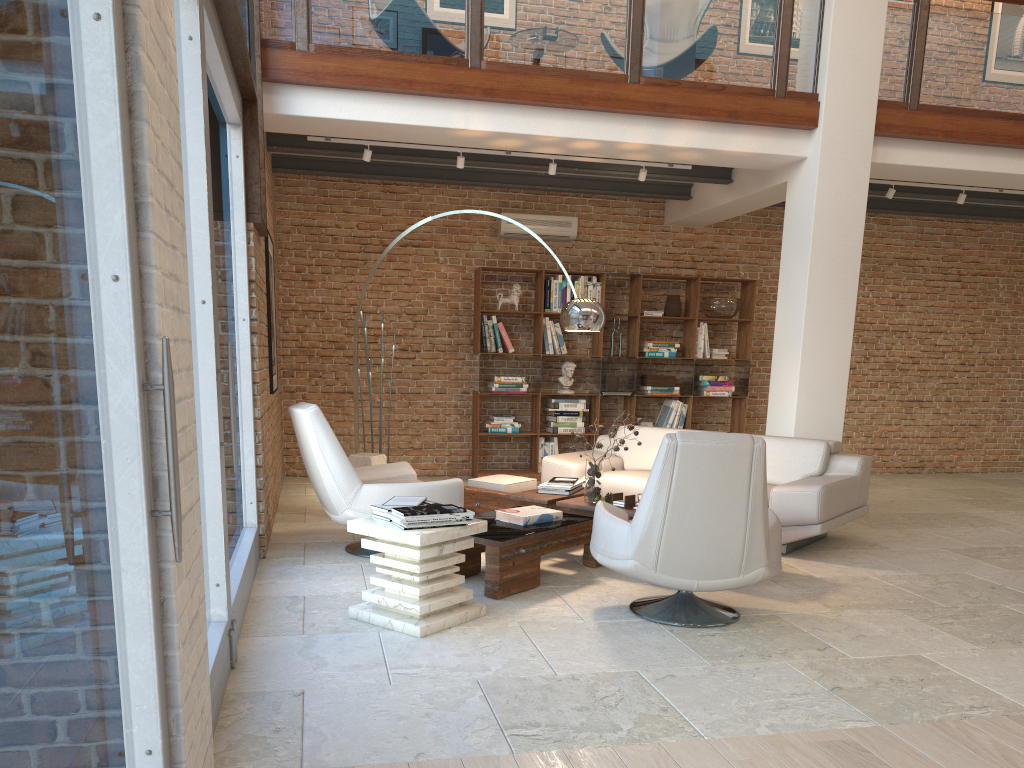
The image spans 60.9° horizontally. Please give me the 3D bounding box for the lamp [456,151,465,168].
[{"bbox_3d":[-0.402,-1.750,6.823,0.061,0.124,0.083,0,9,-11],"label":"lamp"}]

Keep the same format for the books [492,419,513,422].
[{"bbox_3d":[-0.103,0.386,9.352,0.206,0.035,0.129,1,3,-13],"label":"books"}]

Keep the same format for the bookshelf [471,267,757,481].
[{"bbox_3d":[1.102,-0.053,9.486,3.033,2.263,0.353,0,12,-12],"label":"bookshelf"}]

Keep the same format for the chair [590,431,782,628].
[{"bbox_3d":[0.926,0.718,4.447,1.027,1.044,0.946,2,7,4],"label":"chair"}]

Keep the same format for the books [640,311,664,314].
[{"bbox_3d":[1.487,-0.770,9.382,0.236,0.019,0.167,1,2,-20],"label":"books"}]

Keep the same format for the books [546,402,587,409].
[{"bbox_3d":[0.587,0.231,9.460,0.379,0.066,0.239,1,3,-18],"label":"books"}]

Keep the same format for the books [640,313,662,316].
[{"bbox_3d":[1.494,-0.743,9.382,0.206,0.035,0.129,1,3,-13],"label":"books"}]

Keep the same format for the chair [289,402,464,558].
[{"bbox_3d":[-0.947,0.627,5.804,0.979,1.026,1.004,-2,8,-28],"label":"chair"}]

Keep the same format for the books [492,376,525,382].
[{"bbox_3d":[-0.042,-0.052,9.257,0.326,0.057,0.249,1,2,-10],"label":"books"}]

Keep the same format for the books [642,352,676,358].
[{"bbox_3d":[1.602,-0.320,9.549,0.326,0.057,0.249,1,2,-3],"label":"books"}]

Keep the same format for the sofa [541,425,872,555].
[{"bbox_3d":[1.478,0.772,6.879,2.305,0.777,1.129,4,5,37],"label":"sofa"}]

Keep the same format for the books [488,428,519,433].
[{"bbox_3d":[-0.094,0.487,9.354,0.326,0.057,0.249,1,2,-3],"label":"books"}]

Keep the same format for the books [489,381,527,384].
[{"bbox_3d":[-0.052,-0.014,9.265,0.355,0.021,0.266,1,2,-14],"label":"books"}]

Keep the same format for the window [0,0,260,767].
[{"bbox_3d":[-1.000,-1.961,1.362,0.647,6.558,12.049,-1,5,-13],"label":"window"}]

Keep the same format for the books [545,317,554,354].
[{"bbox_3d":[0.368,-0.507,9.238,0.103,0.394,0.237,-1,10,-13],"label":"books"}]

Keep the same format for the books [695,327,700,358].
[{"bbox_3d":[1.983,-0.453,9.604,0.055,0.338,0.247,-1,9,-13],"label":"books"}]

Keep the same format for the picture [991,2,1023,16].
[{"bbox_3d":[5.807,-4.033,9.877,0.913,1.230,0.026,0,12,-12],"label":"picture"}]

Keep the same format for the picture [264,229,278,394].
[{"bbox_3d":[-1.898,-0.541,6.886,0.027,1.228,0.887,-1,9,-13],"label":"picture"}]

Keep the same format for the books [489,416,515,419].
[{"bbox_3d":[-0.109,0.359,9.352,0.236,0.019,0.167,1,2,-20],"label":"books"}]

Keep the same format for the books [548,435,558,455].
[{"bbox_3d":[0.461,0.763,9.557,0.079,0.395,0.237,-1,10,-13],"label":"books"}]

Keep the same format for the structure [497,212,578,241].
[{"bbox_3d":[0.265,-1.637,9.098,0.812,0.225,0.195,1,8,-12],"label":"structure"}]

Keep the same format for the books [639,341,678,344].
[{"bbox_3d":[1.598,-0.452,9.530,0.355,0.021,0.266,1,2,-14],"label":"books"}]

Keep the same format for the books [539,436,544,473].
[{"bbox_3d":[0.301,0.762,9.514,0.036,0.394,0.237,-1,10,-13],"label":"books"}]

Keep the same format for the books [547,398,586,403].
[{"bbox_3d":[0.585,0.180,9.444,0.379,0.037,0.239,1,2,-13],"label":"books"}]

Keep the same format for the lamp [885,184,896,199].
[{"bbox_3d":[3.322,-1.680,7.647,0.058,0.132,0.084,-8,13,-42],"label":"lamp"}]

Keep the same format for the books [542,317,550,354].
[{"bbox_3d":[0.326,-0.509,9.252,0.101,0.394,0.237,-1,10,-13],"label":"books"}]

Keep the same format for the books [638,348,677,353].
[{"bbox_3d":[1.581,-0.368,9.543,0.379,0.037,0.239,1,2,-13],"label":"books"}]

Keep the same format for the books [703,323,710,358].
[{"bbox_3d":[2.107,-0.479,9.647,0.101,0.394,0.237,-1,10,-13],"label":"books"}]

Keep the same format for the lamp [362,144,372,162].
[{"bbox_3d":[-1.107,-1.758,6.666,0.058,0.132,0.084,-8,13,-42],"label":"lamp"}]

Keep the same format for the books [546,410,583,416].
[{"bbox_3d":[0.568,0.314,9.443,0.326,0.057,0.249,1,3,-18],"label":"books"}]

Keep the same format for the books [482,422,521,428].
[{"bbox_3d":[-0.115,0.440,9.348,0.379,0.037,0.239,1,2,-13],"label":"books"}]

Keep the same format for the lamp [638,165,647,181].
[{"bbox_3d":[1.074,-1.727,7.160,0.061,0.119,0.092,0,8,-6],"label":"lamp"}]

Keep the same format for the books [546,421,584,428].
[{"bbox_3d":[0.574,0.435,9.498,0.362,0.057,0.276,1,2,-10],"label":"books"}]

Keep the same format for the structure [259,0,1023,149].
[{"bbox_3d":[3.901,-0.777,3.201,10.152,4.246,13.540,1,3,-13],"label":"structure"}]

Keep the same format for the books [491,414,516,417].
[{"bbox_3d":[-0.095,0.333,9.329,0.252,0.017,0.158,1,2,-13],"label":"books"}]

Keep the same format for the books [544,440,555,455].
[{"bbox_3d":[0.404,0.790,9.528,0.055,0.338,0.247,-1,9,-13],"label":"books"}]

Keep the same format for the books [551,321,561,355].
[{"bbox_3d":[0.436,-0.490,9.276,0.124,0.358,0.264,-1,9,-13],"label":"books"}]

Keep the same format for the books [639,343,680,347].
[{"bbox_3d":[1.604,-0.422,9.517,0.379,0.037,0.239,1,2,-19],"label":"books"}]

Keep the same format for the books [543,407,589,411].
[{"bbox_3d":[0.582,0.275,9.450,0.444,0.021,0.266,1,2,-13],"label":"books"}]

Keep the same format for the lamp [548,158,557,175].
[{"bbox_3d":[0.324,-1.733,6.985,0.061,0.132,0.083,-1,9,-11],"label":"lamp"}]

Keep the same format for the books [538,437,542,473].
[{"bbox_3d":[0.269,0.762,9.491,0.036,0.394,0.237,-1,10,-13],"label":"books"}]

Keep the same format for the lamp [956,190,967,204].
[{"bbox_3d":[4.026,-1.668,7.806,0.061,0.132,0.083,-1,9,-11],"label":"lamp"}]

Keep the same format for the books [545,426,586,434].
[{"bbox_3d":[0.578,0.496,9.493,0.379,0.066,0.239,1,3,-18],"label":"books"}]

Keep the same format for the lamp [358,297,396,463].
[{"bbox_3d":[-1.313,0.119,8.341,0.412,1.871,0.195,-9,15,-41],"label":"lamp"}]

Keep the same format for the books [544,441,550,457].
[{"bbox_3d":[0.348,0.790,9.522,0.057,0.339,0.247,-1,9,-13],"label":"books"}]

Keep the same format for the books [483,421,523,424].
[{"bbox_3d":[-0.097,0.413,9.336,0.379,0.019,0.239,1,2,-20],"label":"books"}]

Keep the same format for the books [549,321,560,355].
[{"bbox_3d":[0.417,-0.490,9.263,0.124,0.358,0.264,-1,9,-13],"label":"books"}]

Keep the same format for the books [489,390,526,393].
[{"bbox_3d":[-0.052,0.081,9.279,0.355,0.021,0.266,1,2,-13],"label":"books"}]

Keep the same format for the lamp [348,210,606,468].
[{"bbox_3d":[-0.298,-0.065,6.500,2.020,2.417,0.310,5,12,23],"label":"lamp"}]

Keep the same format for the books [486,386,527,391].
[{"bbox_3d":[-0.059,0.052,9.265,0.379,0.037,0.239,1,2,-17],"label":"books"}]

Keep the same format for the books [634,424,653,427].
[{"bbox_3d":[1.451,0.464,9.702,0.162,0.017,0.246,1,2,-13],"label":"books"}]

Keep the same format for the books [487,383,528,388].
[{"bbox_3d":[-0.046,0.016,9.253,0.379,0.037,0.239,1,2,-19],"label":"books"}]

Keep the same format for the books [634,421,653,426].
[{"bbox_3d":[1.464,0.438,9.703,0.132,0.034,0.201,1,2,-18],"label":"books"}]

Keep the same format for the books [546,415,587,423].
[{"bbox_3d":[0.590,0.375,9.472,0.379,0.066,0.239,0,3,-26],"label":"books"}]

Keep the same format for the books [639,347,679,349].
[{"bbox_3d":[1.600,-0.395,9.531,0.379,0.019,0.239,1,2,-20],"label":"books"}]
